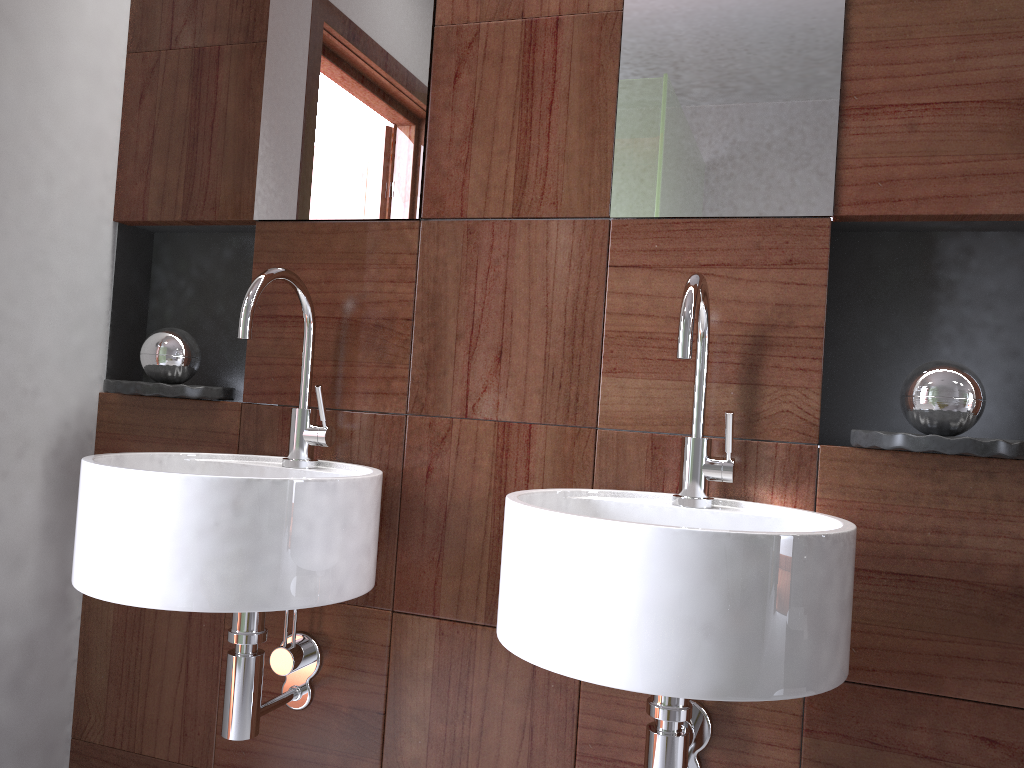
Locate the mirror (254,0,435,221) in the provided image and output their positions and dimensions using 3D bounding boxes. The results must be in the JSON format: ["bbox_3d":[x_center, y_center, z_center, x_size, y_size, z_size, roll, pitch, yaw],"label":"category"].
[{"bbox_3d":[-0.278,-0.593,1.505,0.316,0.635,0.010,3,-2,19],"label":"mirror"}]

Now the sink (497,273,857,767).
[{"bbox_3d":[0.196,0.209,1.083,0.415,0.715,0.417,3,-2,19],"label":"sink"}]

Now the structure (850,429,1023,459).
[{"bbox_3d":[0.569,0.080,1.182,0.220,0.023,0.222,4,-2,9],"label":"structure"}]

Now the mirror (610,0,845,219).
[{"bbox_3d":[0.320,-0.558,1.297,0.316,0.635,0.010,3,-2,19],"label":"mirror"}]

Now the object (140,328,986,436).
[{"bbox_3d":[-0.020,-0.015,1.376,1.350,0.104,0.104,3,-2,19],"label":"object"}]

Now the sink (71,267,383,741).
[{"bbox_3d":[-0.400,0.174,1.290,0.415,0.715,0.417,3,-2,19],"label":"sink"}]

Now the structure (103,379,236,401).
[{"bbox_3d":[-0.612,0.011,1.592,0.222,0.023,0.220,4,-2,-21],"label":"structure"}]
